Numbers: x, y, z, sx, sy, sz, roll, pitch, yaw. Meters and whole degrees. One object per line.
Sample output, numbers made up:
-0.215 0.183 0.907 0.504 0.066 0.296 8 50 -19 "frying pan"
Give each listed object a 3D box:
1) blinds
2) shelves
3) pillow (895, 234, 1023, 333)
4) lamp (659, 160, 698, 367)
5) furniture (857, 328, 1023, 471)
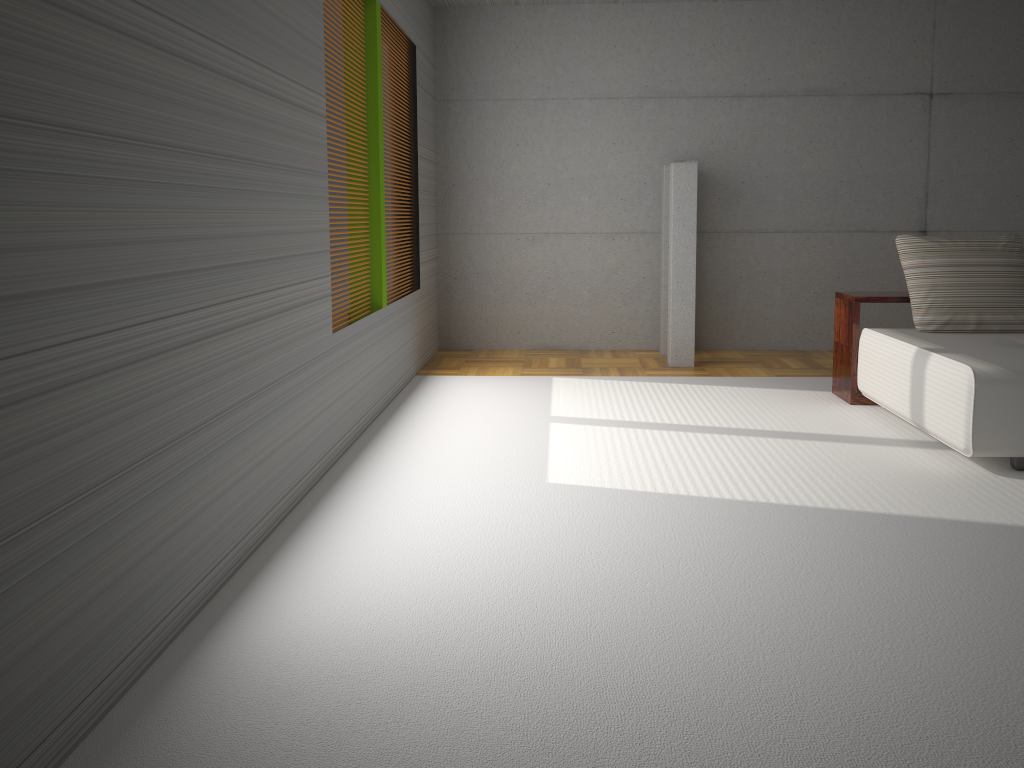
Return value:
-0.918 -1.393 5.627 0.012 2.025 3.571 0 10 3 "blinds"
3.361 -0.248 5.921 2.250 0.709 0.404 0 7 3 "shelves"
2.904 -0.641 5.596 0.801 0.604 0.495 0 8 3 "pillow"
1.424 -1.046 7.610 0.200 1.676 0.805 0 7 3 "lamp"
3.292 0.036 4.945 2.168 0.517 1.631 0 10 3 "furniture"
